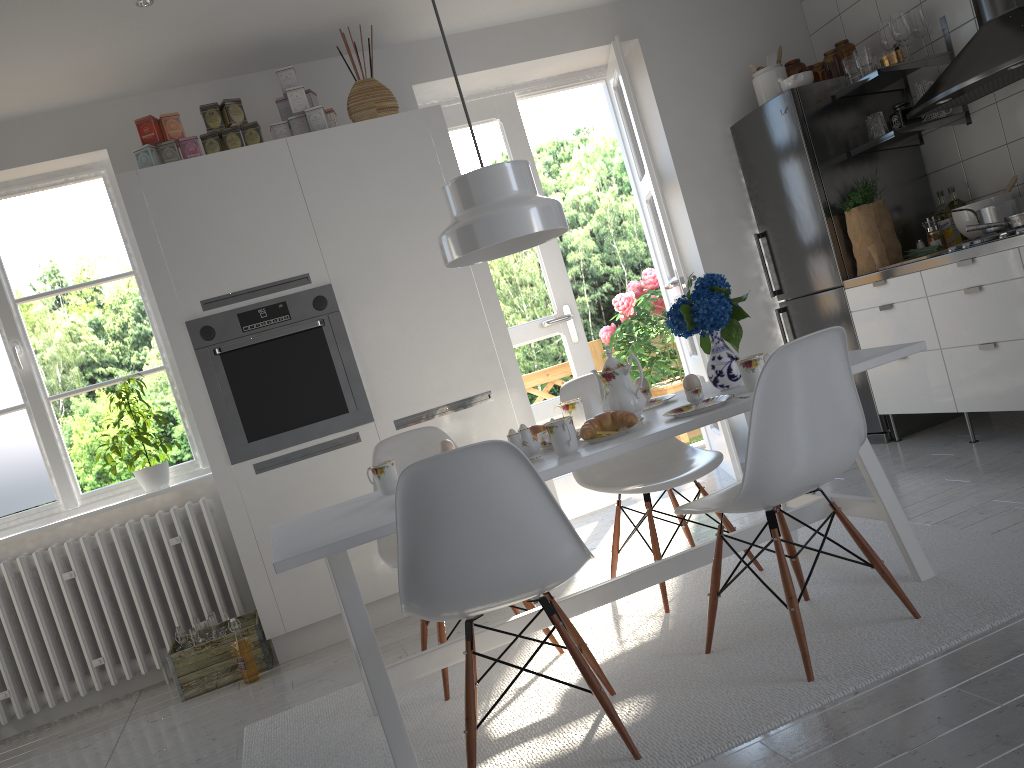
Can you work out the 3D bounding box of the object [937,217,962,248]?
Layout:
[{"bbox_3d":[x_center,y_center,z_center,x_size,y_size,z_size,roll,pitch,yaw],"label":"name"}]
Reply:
[{"bbox_3d":[2.111,-0.726,4.271,0.043,0.141,0.077,-18,4,-16],"label":"object"}]

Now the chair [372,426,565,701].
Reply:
[{"bbox_3d":[-0.200,0.542,2.948,0.463,0.802,0.543,-18,3,-16],"label":"chair"}]

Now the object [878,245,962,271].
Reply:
[{"bbox_3d":[1.867,-0.576,4.052,0.219,0.012,0.330,-17,2,-16],"label":"object"}]

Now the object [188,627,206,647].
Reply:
[{"bbox_3d":[-1.278,1.124,3.641,0.065,0.256,0.066,-20,5,-43],"label":"object"}]

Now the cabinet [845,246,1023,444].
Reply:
[{"bbox_3d":[2.476,-0.257,2.896,0.660,0.797,3.241,-18,2,-16],"label":"cabinet"}]

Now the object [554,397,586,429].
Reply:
[{"bbox_3d":[0.198,0.101,2.903,0.090,0.095,0.078,-18,3,-17],"label":"object"}]

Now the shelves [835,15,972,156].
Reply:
[{"bbox_3d":[2.137,-1.453,3.184,0.425,0.513,2.543,-18,2,-16],"label":"shelves"}]

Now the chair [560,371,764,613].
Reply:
[{"bbox_3d":[0.480,0.331,3.143,0.463,0.802,0.543,-18,3,-21],"label":"chair"}]

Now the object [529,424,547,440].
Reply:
[{"bbox_3d":[0.098,0.147,2.761,0.161,0.058,0.123,-15,3,39],"label":"object"}]

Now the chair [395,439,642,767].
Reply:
[{"bbox_3d":[-0.018,0.513,2.117,0.465,0.802,0.541,-17,3,-1],"label":"chair"}]

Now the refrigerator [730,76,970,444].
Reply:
[{"bbox_3d":[1.799,-0.635,4.695,0.692,1.805,0.577,-18,4,-15],"label":"refrigerator"}]

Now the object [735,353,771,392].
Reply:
[{"bbox_3d":[0.682,-0.031,2.484,0.090,0.095,0.078,-18,3,-22],"label":"object"}]

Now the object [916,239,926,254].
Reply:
[{"bbox_3d":[1.994,-0.662,4.318,0.046,0.085,0.046,-19,4,-38],"label":"object"}]

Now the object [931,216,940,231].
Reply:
[{"bbox_3d":[2.079,-0.734,4.332,0.059,0.173,0.059,-14,4,34],"label":"object"}]

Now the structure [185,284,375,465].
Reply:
[{"bbox_3d":[-0.933,-0.056,3.813,0.724,0.610,0.322,-17,3,-15],"label":"structure"}]

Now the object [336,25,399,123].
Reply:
[{"bbox_3d":[-0.645,-1.329,3.868,0.229,0.453,0.091,-18,4,-15],"label":"object"}]

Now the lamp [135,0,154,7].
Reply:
[{"bbox_3d":[-1.346,-1.404,3.238,0.063,0.030,0.064,-18,2,-23],"label":"lamp"}]

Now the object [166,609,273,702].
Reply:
[{"bbox_3d":[-1.233,1.143,3.768,0.372,0.204,0.320,-17,2,-15],"label":"object"}]

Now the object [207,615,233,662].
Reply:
[{"bbox_3d":[-1.252,1.111,3.794,0.065,0.256,0.065,-17,4,1],"label":"object"}]

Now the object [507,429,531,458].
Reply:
[{"bbox_3d":[0.012,0.170,2.397,0.065,0.102,0.069,-18,3,-16],"label":"object"}]

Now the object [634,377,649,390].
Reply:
[{"bbox_3d":[0.425,0.007,2.903,0.048,0.063,0.048,-17,3,-11],"label":"object"}]

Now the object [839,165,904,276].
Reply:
[{"bbox_3d":[1.734,-0.793,4.299,0.281,0.510,0.174,-19,4,-28],"label":"object"}]

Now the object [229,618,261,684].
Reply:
[{"bbox_3d":[-1.085,1.072,3.570,0.065,0.267,0.065,-15,4,26],"label":"object"}]

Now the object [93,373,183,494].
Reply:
[{"bbox_3d":[-1.712,0.239,4.017,0.373,0.531,0.328,-18,4,-25],"label":"object"}]

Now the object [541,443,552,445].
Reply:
[{"bbox_3d":[0.102,0.170,2.516,0.022,0.001,0.181,-18,2,-42],"label":"object"}]

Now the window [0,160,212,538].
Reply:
[{"bbox_3d":[-2.230,-0.122,4.015,1.282,1.567,0.116,-18,4,-15],"label":"window"}]

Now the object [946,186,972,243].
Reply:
[{"bbox_3d":[2.144,-0.809,4.253,0.081,0.282,0.089,-18,4,-16],"label":"object"}]

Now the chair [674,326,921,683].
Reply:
[{"bbox_3d":[0.699,0.291,2.315,0.462,0.802,0.544,-18,4,-26],"label":"chair"}]

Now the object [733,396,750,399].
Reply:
[{"bbox_3d":[0.609,0.036,2.439,0.032,0.011,0.140,-17,2,-12],"label":"object"}]

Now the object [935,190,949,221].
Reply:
[{"bbox_3d":[2.127,-0.806,4.333,0.066,0.283,0.066,-18,4,-20],"label":"object"}]

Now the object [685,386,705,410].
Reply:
[{"bbox_3d":[0.500,0.039,2.412,0.049,0.057,0.047,-15,3,25],"label":"object"}]

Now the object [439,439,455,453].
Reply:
[{"bbox_3d":[-0.200,0.201,2.725,0.048,0.063,0.048,-17,3,-11],"label":"object"}]

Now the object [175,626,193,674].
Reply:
[{"bbox_3d":[-1.376,1.150,3.756,0.065,0.256,0.065,-16,4,11],"label":"object"}]

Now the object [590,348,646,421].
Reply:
[{"bbox_3d":[0.318,0.003,2.617,0.140,0.231,0.149,-17,3,3],"label":"object"}]

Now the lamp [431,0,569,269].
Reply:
[{"bbox_3d":[-0.205,-1.023,2.508,0.374,1.326,0.371,-16,4,16],"label":"lamp"}]

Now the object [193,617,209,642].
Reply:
[{"bbox_3d":[-1.335,1.135,3.846,0.065,0.256,0.065,-15,4,26],"label":"object"}]

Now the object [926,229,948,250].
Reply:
[{"bbox_3d":[2.028,-0.678,4.224,0.078,0.102,0.077,-14,4,41],"label":"object"}]

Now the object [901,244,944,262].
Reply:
[{"bbox_3d":[1.856,-0.598,4.055,0.142,0.053,0.275,-17,2,0],"label":"object"}]

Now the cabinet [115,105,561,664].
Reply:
[{"bbox_3d":[-0.714,-0.012,4.018,1.373,2.102,0.513,-18,4,-15],"label":"cabinet"}]

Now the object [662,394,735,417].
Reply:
[{"bbox_3d":[0.508,0.065,2.413,0.200,0.016,0.201,-17,2,-11],"label":"object"}]

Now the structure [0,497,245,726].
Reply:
[{"bbox_3d":[-2.222,1.163,3.768,2.094,0.762,0.175,-17,4,-15],"label":"structure"}]

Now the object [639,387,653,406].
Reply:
[{"bbox_3d":[0.436,0.043,2.906,0.049,0.057,0.047,-15,3,25],"label":"object"}]

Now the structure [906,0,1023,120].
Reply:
[{"bbox_3d":[1.876,-1.782,3.622,0.471,1.095,0.869,-18,3,-16],"label":"structure"}]

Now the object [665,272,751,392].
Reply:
[{"bbox_3d":[0.615,-0.165,2.714,0.235,0.378,0.266,-18,3,-14],"label":"object"}]

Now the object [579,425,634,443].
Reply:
[{"bbox_3d":[0.261,0.139,2.420,0.158,0.016,0.158,-17,2,-6],"label":"object"}]

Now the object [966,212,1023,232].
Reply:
[{"bbox_3d":[2.047,-0.670,3.561,0.231,0.061,0.353,-18,2,-37],"label":"object"}]

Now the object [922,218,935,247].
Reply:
[{"bbox_3d":[2.032,-0.719,4.289,0.059,0.173,0.059,-14,4,34],"label":"object"}]

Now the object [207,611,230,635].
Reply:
[{"bbox_3d":[-1.271,1.115,3.864,0.065,0.256,0.065,-17,4,1],"label":"object"}]

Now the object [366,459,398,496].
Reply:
[{"bbox_3d":[-0.378,0.283,2.657,0.078,0.095,0.091,-18,3,-29],"label":"object"}]

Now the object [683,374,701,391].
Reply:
[{"bbox_3d":[0.490,0.003,2.409,0.048,0.063,0.048,-17,3,-11],"label":"object"}]

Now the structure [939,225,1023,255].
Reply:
[{"bbox_3d":[2.116,-0.648,3.674,0.488,0.029,0.468,-17,2,-16],"label":"structure"}]

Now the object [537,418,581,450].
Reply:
[{"bbox_3d":[0.127,0.139,2.578,0.140,0.084,0.187,-17,2,-16],"label":"object"}]

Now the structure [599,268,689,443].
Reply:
[{"bbox_3d":[1.158,-0.230,6.574,1.172,1.283,1.263,-17,3,-14],"label":"structure"}]

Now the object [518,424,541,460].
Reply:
[{"bbox_3d":[0.042,0.159,2.456,0.065,0.102,0.069,-18,3,-16],"label":"object"}]

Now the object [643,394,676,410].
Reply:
[{"bbox_3d":[0.444,0.069,2.908,0.200,0.016,0.201,-17,2,-11],"label":"object"}]
